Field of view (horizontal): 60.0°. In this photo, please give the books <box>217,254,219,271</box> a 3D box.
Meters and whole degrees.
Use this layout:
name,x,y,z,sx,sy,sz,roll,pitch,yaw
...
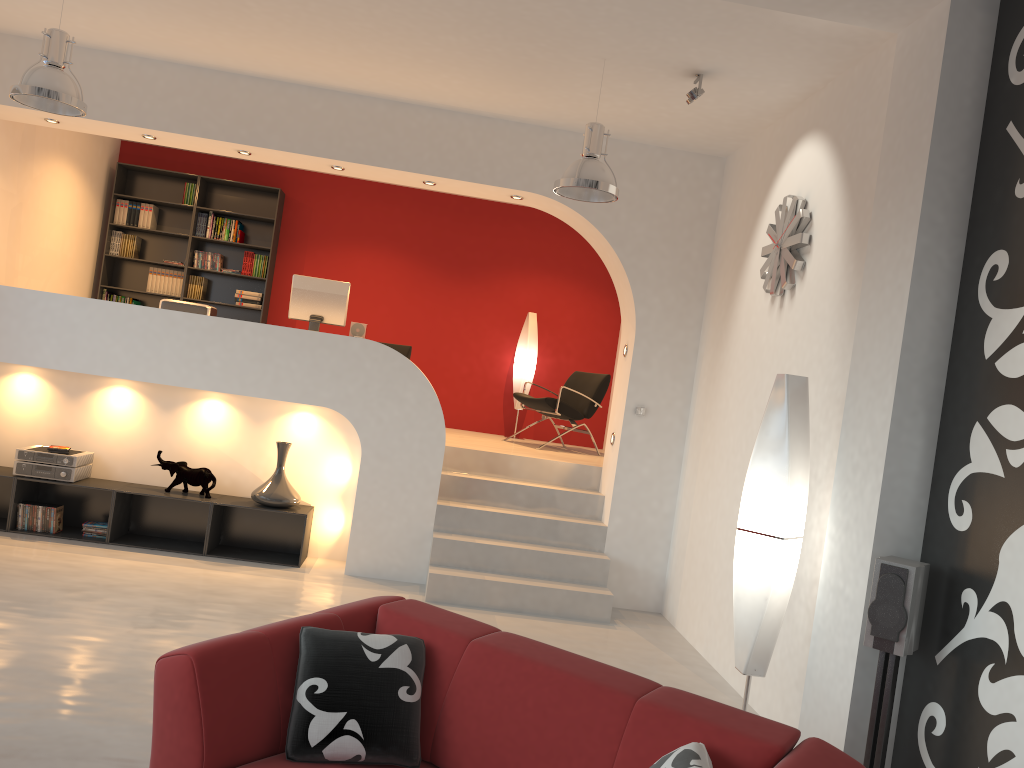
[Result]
name,x,y,z,sx,sy,sz,roll,pitch,yaw
books,-3.046,-1.254,9.231,0.031,0.190,0.135,8,0,-5

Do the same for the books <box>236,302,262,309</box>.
name,x,y,z,sx,sy,sz,roll,pitch,yaw
books,-2.720,-0.812,9.234,0.260,0.040,0.200,8,0,-4

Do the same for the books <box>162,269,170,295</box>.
name,x,y,z,sx,sy,sz,roll,pitch,yaw
books,-3.548,-1.042,9.167,0.040,0.260,0.200,8,0,-5

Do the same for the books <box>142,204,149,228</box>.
name,x,y,z,sx,sy,sz,roll,pitch,yaw
books,-3.746,-1.710,9.141,0.040,0.260,0.200,8,0,-5

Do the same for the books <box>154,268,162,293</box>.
name,x,y,z,sx,sy,sz,roll,pitch,yaw
books,-3.627,-1.054,9.159,0.040,0.260,0.200,8,0,-5

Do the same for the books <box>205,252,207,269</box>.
name,x,y,z,sx,sy,sz,roll,pitch,yaw
books,-3.164,-1.271,9.220,0.031,0.190,0.135,8,0,-5

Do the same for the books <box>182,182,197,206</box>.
name,x,y,z,sx,sy,sz,roll,pitch,yaw
books,-3.307,-1.940,9.190,0.146,0.240,0.170,8,0,-5

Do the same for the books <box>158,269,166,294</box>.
name,x,y,z,sx,sy,sz,roll,pitch,yaw
books,-3.588,-1.048,9.163,0.040,0.260,0.200,8,0,-5

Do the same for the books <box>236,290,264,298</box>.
name,x,y,z,sx,sy,sz,roll,pitch,yaw
books,-2.714,-0.932,9.220,0.260,0.040,0.200,8,0,-5

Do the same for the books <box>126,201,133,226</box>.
name,x,y,z,sx,sy,sz,roll,pitch,yaw
books,-3.907,-1.733,9.125,0.040,0.260,0.200,8,0,-5

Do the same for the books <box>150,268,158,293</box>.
name,x,y,z,sx,sy,sz,roll,pitch,yaw
books,-3.667,-1.060,9.155,0.040,0.260,0.200,8,0,-5

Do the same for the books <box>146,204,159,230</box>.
name,x,y,z,sx,sy,sz,roll,pitch,yaw
books,-3.707,-1.704,9.144,0.040,0.260,0.200,8,0,-5

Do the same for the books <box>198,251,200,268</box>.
name,x,y,z,sx,sy,sz,roll,pitch,yaw
books,-3.238,-1.281,9.213,0.031,0.190,0.135,8,0,-5

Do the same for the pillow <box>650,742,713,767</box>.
name,x,y,z,sx,sy,sz,roll,pitch,yaw
pillow,0.343,1.067,2.137,0.288,0.343,0.402,8,0,2

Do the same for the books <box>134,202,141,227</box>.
name,x,y,z,sx,sy,sz,roll,pitch,yaw
books,-3.827,-1.722,9.133,0.040,0.260,0.200,8,0,-5

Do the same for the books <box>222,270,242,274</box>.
name,x,y,z,sx,sy,sz,roll,pitch,yaw
books,-2.910,-1.161,9.245,0.190,0.015,0.135,8,0,-5

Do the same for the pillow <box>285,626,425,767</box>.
name,x,y,z,sx,sy,sz,roll,pitch,yaw
pillow,-0.466,0.952,2.709,0.402,0.343,0.288,8,0,-13

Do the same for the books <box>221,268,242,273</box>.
name,x,y,z,sx,sy,sz,roll,pitch,yaw
books,-2.918,-1.177,9.244,0.190,0.015,0.135,8,0,0

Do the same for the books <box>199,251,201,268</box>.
name,x,y,z,sx,sy,sz,roll,pitch,yaw
books,-3.223,-1.279,9.214,0.031,0.190,0.135,8,0,-5

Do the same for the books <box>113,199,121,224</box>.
name,x,y,z,sx,sy,sz,roll,pitch,yaw
books,-4.026,-1.750,9.114,0.040,0.260,0.200,8,0,-5

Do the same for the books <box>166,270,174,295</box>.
name,x,y,z,sx,sy,sz,roll,pitch,yaw
books,-3.508,-1.037,9.170,0.040,0.260,0.200,8,0,-5

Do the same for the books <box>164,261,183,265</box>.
name,x,y,z,sx,sy,sz,roll,pitch,yaw
books,-3.490,-1.244,9.190,0.190,0.015,0.135,8,0,-5

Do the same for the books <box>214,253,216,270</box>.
name,x,y,z,sx,sy,sz,roll,pitch,yaw
books,-3.075,-1.258,9.228,0.031,0.190,0.135,8,0,-5

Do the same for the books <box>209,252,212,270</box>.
name,x,y,z,sx,sy,sz,roll,pitch,yaw
books,-3.120,-1.264,9.224,0.031,0.190,0.135,8,0,-5

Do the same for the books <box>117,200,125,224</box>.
name,x,y,z,sx,sy,sz,roll,pitch,yaw
books,-3.986,-1.745,9.118,0.040,0.260,0.200,8,0,-5

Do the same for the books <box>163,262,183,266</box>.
name,x,y,z,sx,sy,sz,roll,pitch,yaw
books,-3.500,-1.231,9.189,0.190,0.015,0.135,8,0,-5

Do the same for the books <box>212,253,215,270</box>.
name,x,y,z,sx,sy,sz,roll,pitch,yaw
books,-3.090,-1.260,9.227,0.031,0.190,0.135,8,0,-5

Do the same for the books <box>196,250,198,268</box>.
name,x,y,z,sx,sy,sz,roll,pitch,yaw
books,-3.253,-1.284,9.211,0.031,0.190,0.135,8,0,-5

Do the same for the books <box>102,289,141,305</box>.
name,x,y,z,sx,sy,sz,roll,pitch,yaw
books,-4.014,-0.803,9.115,0.341,0.286,0.231,8,0,-5

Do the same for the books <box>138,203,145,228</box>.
name,x,y,z,sx,sy,sz,roll,pitch,yaw
books,-3.786,-1.716,9.137,0.040,0.260,0.200,8,0,-5

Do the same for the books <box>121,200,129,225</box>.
name,x,y,z,sx,sy,sz,roll,pitch,yaw
books,-3.947,-1.739,9.122,0.040,0.260,0.200,8,0,-5

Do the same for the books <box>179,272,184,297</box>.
name,x,y,z,sx,sy,sz,roll,pitch,yaw
books,-3.387,-1.019,9.182,0.040,0.260,0.200,8,0,-5

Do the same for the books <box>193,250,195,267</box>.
name,x,y,z,sx,sy,sz,roll,pitch,yaw
books,-3.282,-1.288,9.209,0.031,0.190,0.135,8,0,-5

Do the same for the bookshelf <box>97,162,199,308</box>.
name,x,y,z,sx,sy,sz,roll,pitch,yaw
bookshelf,-3.748,-1.084,9.115,0.816,2.213,0.305,8,0,-5

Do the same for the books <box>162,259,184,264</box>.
name,x,y,z,sx,sy,sz,roll,pitch,yaw
books,-3.506,-1.262,9.188,0.190,0.015,0.135,8,0,-5

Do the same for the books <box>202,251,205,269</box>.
name,x,y,z,sx,sy,sz,roll,pitch,yaw
books,-3.194,-1.275,9.217,0.031,0.190,0.135,8,0,-5

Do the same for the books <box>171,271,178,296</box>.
name,x,y,z,sx,sy,sz,roll,pitch,yaw
books,-3.467,-1.031,9.174,0.040,0.260,0.200,8,0,-5

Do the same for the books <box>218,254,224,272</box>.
name,x,y,z,sx,sy,sz,roll,pitch,yaw
books,-3.031,-1.252,9.232,0.031,0.190,0.135,8,0,-5

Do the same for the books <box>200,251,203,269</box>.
name,x,y,z,sx,sy,sz,roll,pitch,yaw
books,-3.208,-1.277,9.216,0.031,0.190,0.135,8,0,-5

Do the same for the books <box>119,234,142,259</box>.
name,x,y,z,sx,sy,sz,roll,pitch,yaw
books,-3.933,-1.407,9.138,0.146,0.240,0.170,8,0,-5

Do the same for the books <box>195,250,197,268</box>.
name,x,y,z,sx,sy,sz,roll,pitch,yaw
books,-3.268,-1.286,9.210,0.031,0.190,0.135,8,0,-5

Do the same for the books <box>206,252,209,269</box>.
name,x,y,z,sx,sy,sz,roll,pitch,yaw
books,-3.149,-1.269,9.221,0.031,0.190,0.135,8,0,-5

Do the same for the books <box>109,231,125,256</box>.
name,x,y,z,sx,sy,sz,roll,pitch,yaw
books,-4.051,-1.432,9.128,0.090,0.256,0.181,8,0,-5

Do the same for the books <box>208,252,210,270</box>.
name,x,y,z,sx,sy,sz,roll,pitch,yaw
books,-3.134,-1.266,9.223,0.031,0.190,0.135,8,0,-5

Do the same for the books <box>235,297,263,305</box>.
name,x,y,z,sx,sy,sz,roll,pitch,yaw
books,-2.732,-0.854,9.229,0.260,0.040,0.200,8,0,-5

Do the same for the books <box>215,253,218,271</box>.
name,x,y,z,sx,sy,sz,roll,pitch,yaw
books,-3.061,-1.256,9.230,0.031,0.190,0.135,8,0,-5

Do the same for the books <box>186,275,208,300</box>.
name,x,y,z,sx,sy,sz,roll,pitch,yaw
books,-3.266,-0.991,9.205,0.146,0.240,0.170,8,0,-5

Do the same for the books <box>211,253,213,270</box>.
name,x,y,z,sx,sy,sz,roll,pitch,yaw
books,-3.105,-1.262,9.225,0.031,0.190,0.135,8,0,-5

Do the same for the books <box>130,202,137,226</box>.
name,x,y,z,sx,sy,sz,roll,pitch,yaw
books,-3.867,-1.727,9.129,0.040,0.260,0.200,8,0,-5

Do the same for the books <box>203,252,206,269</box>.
name,x,y,z,sx,sy,sz,roll,pitch,yaw
books,-3.179,-1.273,9.218,0.031,0.190,0.135,8,0,-5

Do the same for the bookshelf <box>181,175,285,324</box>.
name,x,y,z,sx,sy,sz,roll,pitch,yaw
bookshelf,-2.943,-0.968,9.191,0.816,2.213,0.305,8,0,-5

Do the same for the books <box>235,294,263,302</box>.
name,x,y,z,sx,sy,sz,roll,pitch,yaw
books,-2.730,-0.894,9.227,0.260,0.040,0.200,8,0,-6

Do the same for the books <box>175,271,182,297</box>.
name,x,y,z,sx,sy,sz,roll,pitch,yaw
books,-3.427,-1.025,9.178,0.040,0.260,0.200,8,0,-5

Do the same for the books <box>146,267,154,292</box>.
name,x,y,z,sx,sy,sz,roll,pitch,yaw
books,-3.707,-1.065,9.152,0.040,0.260,0.200,8,0,-5

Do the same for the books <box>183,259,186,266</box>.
name,x,y,z,sx,sy,sz,roll,pitch,yaw
books,-3.357,-1.297,9.201,0.063,0.187,0.135,8,0,-5

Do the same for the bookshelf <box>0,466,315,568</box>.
name,x,y,z,sx,sy,sz,roll,pitch,yaw
bookshelf,-2.914,0.958,6.599,2.764,0.397,0.405,8,0,-5
